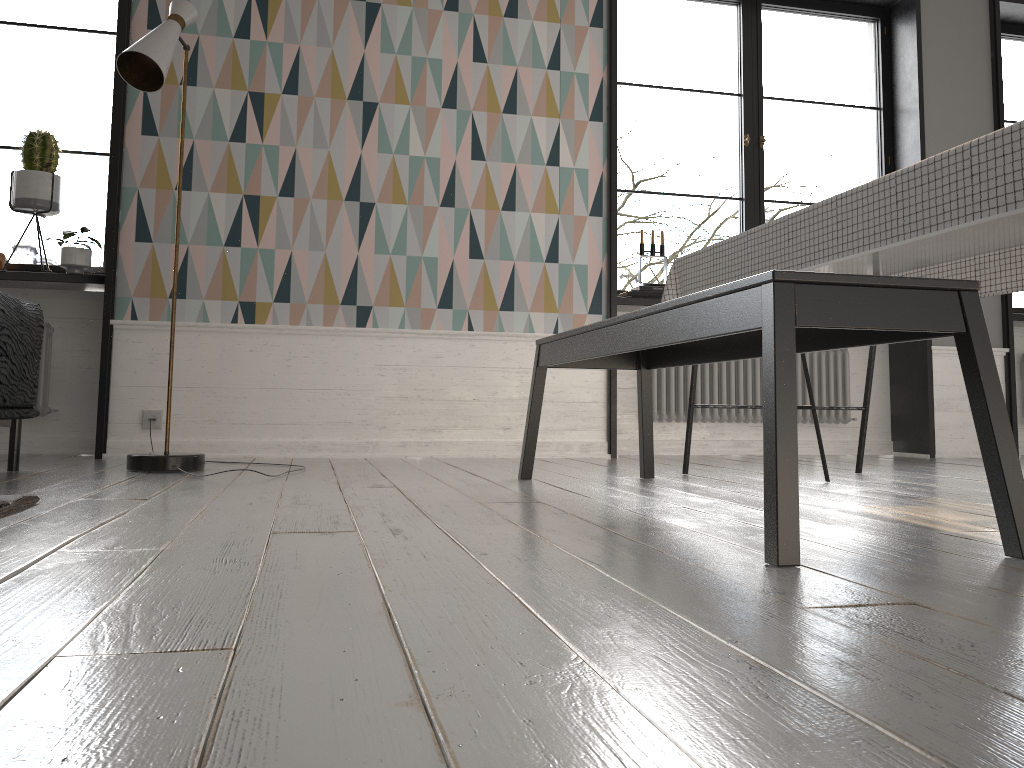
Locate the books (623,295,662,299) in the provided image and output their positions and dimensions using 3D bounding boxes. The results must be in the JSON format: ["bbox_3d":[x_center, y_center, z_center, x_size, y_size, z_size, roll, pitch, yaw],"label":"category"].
[{"bbox_3d":[0.686,-0.434,4.539,0.267,0.011,0.161,1,-2,-10],"label":"books"}]

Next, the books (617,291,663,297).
[{"bbox_3d":[0.687,-0.449,4.548,0.271,0.019,0.183,1,-2,-14],"label":"books"}]

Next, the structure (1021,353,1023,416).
[{"bbox_3d":[3.580,0.041,5.297,1.222,0.431,0.148,1,-5,-15],"label":"structure"}]

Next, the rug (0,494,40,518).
[{"bbox_3d":[-2.119,0.217,0.926,2.525,0.034,1.763,1,-2,-13],"label":"rug"}]

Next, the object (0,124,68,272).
[{"bbox_3d":[-2.086,-0.819,3.882,0.235,0.674,0.228,5,-7,-42],"label":"object"}]

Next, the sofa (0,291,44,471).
[{"bbox_3d":[-2.634,-0.124,2.392,2.339,0.803,0.966,1,-3,-13],"label":"sofa"}]

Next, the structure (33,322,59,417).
[{"bbox_3d":[-2.652,-0.076,3.885,1.222,0.431,0.148,1,-5,-15],"label":"structure"}]

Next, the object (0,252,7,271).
[{"bbox_3d":[-2.541,-0.689,3.824,0.662,0.412,0.134,1,-5,-12],"label":"object"}]

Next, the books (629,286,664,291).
[{"bbox_3d":[0.721,-0.480,4.547,0.198,0.022,0.162,1,-2,-12],"label":"books"}]

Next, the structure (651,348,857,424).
[{"bbox_3d":[1.294,-0.002,4.779,1.222,0.431,0.148,1,-5,-15],"label":"structure"}]

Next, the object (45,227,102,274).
[{"bbox_3d":[-1.914,-0.584,3.872,0.171,0.205,0.245,1,-3,-10],"label":"object"}]

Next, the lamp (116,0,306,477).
[{"bbox_3d":[-1.124,-0.542,3.433,0.679,1.712,1.240,2,-4,-15],"label":"lamp"}]

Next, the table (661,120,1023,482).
[{"bbox_3d":[1.198,-0.083,2.406,0.931,0.788,2.017,1,-2,-13],"label":"table"}]

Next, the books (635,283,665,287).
[{"bbox_3d":[0.726,-0.500,4.546,0.153,0.017,0.123,1,-2,-11],"label":"books"}]

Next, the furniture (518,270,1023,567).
[{"bbox_3d":[0.435,0.067,2.186,0.465,0.458,1.662,2,-2,-13],"label":"furniture"}]

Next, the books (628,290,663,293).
[{"bbox_3d":[0.696,-0.464,4.547,0.216,0.011,0.173,1,-2,-7],"label":"books"}]
